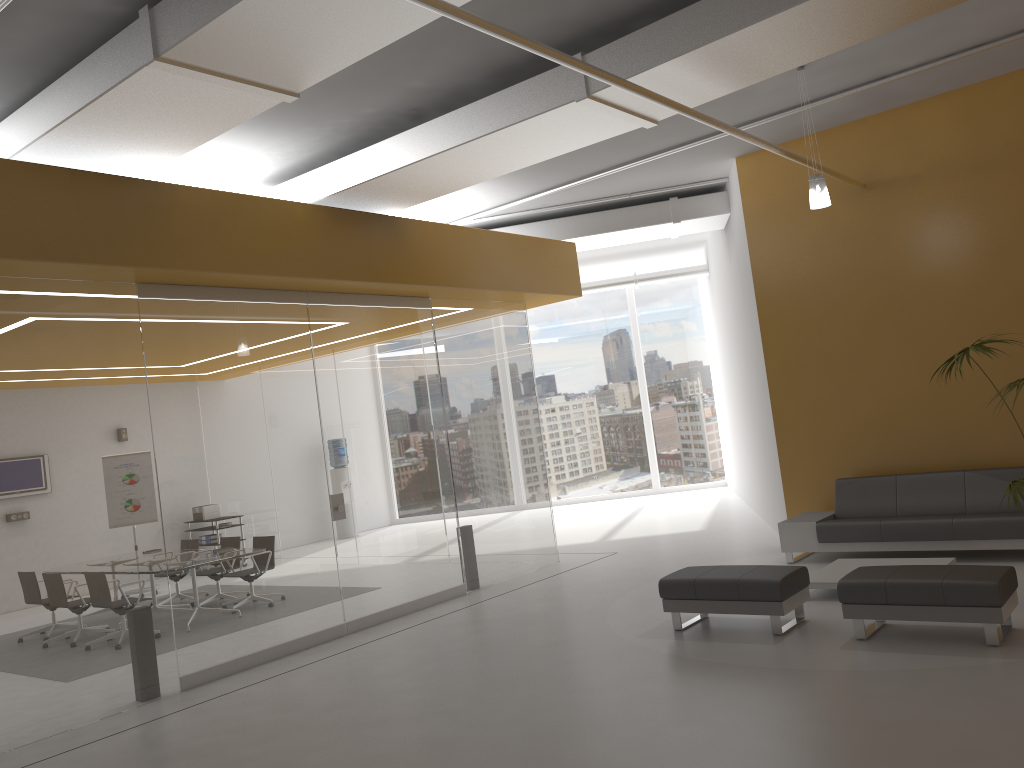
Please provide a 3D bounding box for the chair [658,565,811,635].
[{"bbox_3d":[1.722,1.651,6.848,1.012,0.423,0.575,-10,-4,38],"label":"chair"}]

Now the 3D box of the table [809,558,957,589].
[{"bbox_3d":[3.096,1.642,7.478,1.000,0.150,1.000,-10,-4,38],"label":"table"}]

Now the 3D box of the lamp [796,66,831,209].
[{"bbox_3d":[2.572,-2.131,7.646,0.174,1.227,0.174,-7,-3,-10],"label":"lamp"}]

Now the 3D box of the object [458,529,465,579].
[{"bbox_3d":[-0.507,1.953,9.972,0.124,0.706,0.152,-9,-3,33],"label":"object"}]

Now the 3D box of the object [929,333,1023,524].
[{"bbox_3d":[3.700,0.597,6.381,0.912,1.956,1.222,-7,-3,-11],"label":"object"}]

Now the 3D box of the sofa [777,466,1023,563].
[{"bbox_3d":[3.877,1.288,8.608,2.400,0.761,0.860,-10,-4,38],"label":"sofa"}]

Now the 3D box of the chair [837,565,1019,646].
[{"bbox_3d":[2.797,1.467,5.958,1.012,0.423,0.575,-10,-4,38],"label":"chair"}]

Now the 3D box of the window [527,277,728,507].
[{"bbox_3d":[1.312,0.231,18.562,8.533,4.498,0.100,-8,-3,8],"label":"window"}]
